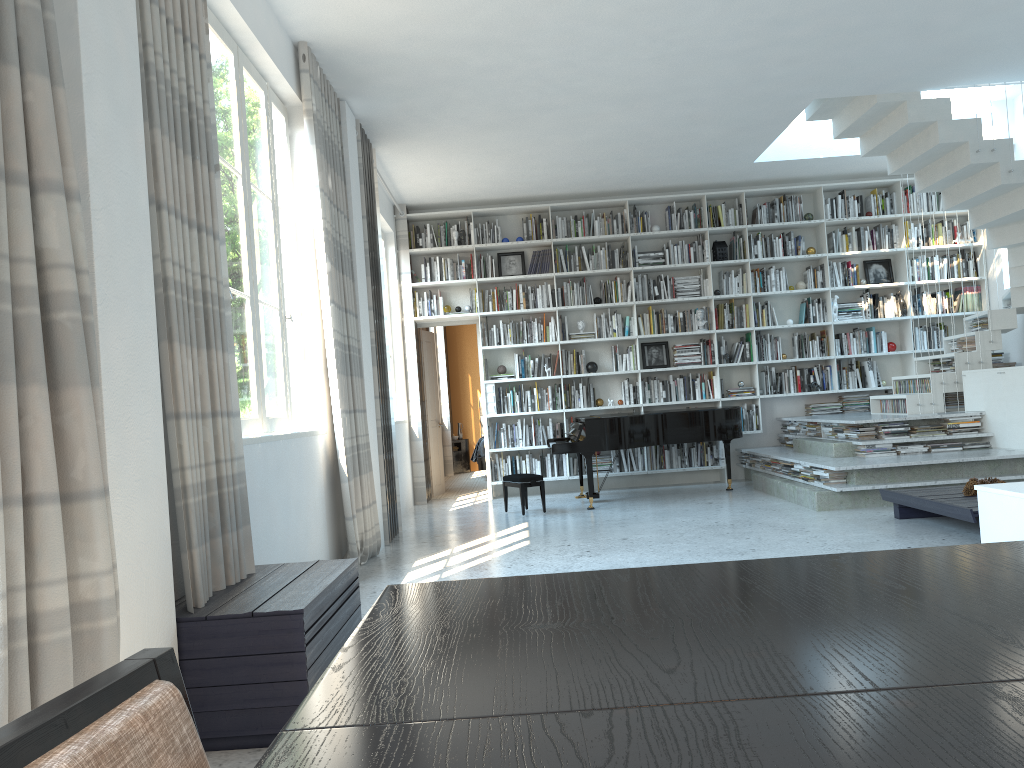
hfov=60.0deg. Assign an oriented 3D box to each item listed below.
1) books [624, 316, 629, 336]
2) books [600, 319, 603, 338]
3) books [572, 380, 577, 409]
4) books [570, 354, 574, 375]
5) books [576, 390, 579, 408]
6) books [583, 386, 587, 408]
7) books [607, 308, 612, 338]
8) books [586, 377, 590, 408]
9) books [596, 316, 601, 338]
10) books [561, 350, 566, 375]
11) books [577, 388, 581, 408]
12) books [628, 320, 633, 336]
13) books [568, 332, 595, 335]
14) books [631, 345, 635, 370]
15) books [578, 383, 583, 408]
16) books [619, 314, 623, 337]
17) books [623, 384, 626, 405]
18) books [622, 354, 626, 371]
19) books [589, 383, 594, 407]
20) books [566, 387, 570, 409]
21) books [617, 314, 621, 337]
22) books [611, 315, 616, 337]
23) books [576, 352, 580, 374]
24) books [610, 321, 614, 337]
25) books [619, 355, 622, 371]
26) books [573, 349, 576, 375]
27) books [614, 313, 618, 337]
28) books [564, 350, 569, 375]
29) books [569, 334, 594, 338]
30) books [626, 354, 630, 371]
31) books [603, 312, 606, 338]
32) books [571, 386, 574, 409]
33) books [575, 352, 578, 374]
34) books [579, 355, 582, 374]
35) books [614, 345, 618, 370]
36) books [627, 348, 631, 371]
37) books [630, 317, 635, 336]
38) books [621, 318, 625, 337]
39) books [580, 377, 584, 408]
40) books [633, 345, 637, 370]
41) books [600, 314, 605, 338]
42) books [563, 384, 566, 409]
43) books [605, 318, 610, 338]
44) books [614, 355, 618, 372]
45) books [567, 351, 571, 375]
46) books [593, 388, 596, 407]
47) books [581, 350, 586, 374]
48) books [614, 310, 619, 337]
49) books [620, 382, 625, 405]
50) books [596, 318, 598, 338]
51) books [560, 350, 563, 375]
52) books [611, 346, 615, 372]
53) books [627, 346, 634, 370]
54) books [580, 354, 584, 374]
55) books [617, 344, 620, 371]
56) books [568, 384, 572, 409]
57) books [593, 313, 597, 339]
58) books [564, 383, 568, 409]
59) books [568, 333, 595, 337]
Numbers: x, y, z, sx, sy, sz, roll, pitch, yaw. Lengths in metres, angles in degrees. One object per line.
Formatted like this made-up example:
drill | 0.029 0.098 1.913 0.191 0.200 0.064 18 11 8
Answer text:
books | 1.252 -0.620 9.709 0.060 0.227 0.179 -4 -1 0
books | 0.972 -0.599 9.738 0.024 0.227 0.137 -4 -1 0
books | 0.685 0.112 9.707 0.014 0.313 0.166 -4 -1 0
books | 0.656 -0.209 9.719 0.025 0.228 0.153 -4 -1 0
books | 0.709 0.170 9.711 0.024 0.196 0.157 -4 -1 0
books | 0.794 0.141 9.720 0.029 0.241 0.135 -4 -1 0
books | 1.067 -0.658 9.719 0.010 0.329 0.173 -4 -1 0
books | 0.830 0.095 9.705 0.050 0.328 0.166 -4 -1 0
books | 0.944 -0.608 9.709 0.030 0.247 0.174 -4 -1 0
books | 0.568 -0.231 9.718 0.025 0.284 0.145 -4 -1 0
books | 0.731 0.158 9.706 0.021 0.215 0.172 -4 -1 0
books | 1.298 -0.600 9.727 0.027 0.181 0.142 -4 -1 0
books | 0.761 -0.550 9.721 0.285 0.012 0.159 -4 -2 -4
books | 1.316 -0.282 9.702 0.011 0.279 0.187 -4 -1 0
books | 0.753 0.130 9.704 0.027 0.269 0.185 -4 -1 0
books | 1.185 -0.629 9.733 0.022 0.256 0.152 -4 -1 0
books | 1.227 0.118 9.723 0.015 0.225 0.148 -4 -1 0
books | 1.223 -0.230 9.710 0.057 0.188 0.156 -4 -1 0
books | 0.871 0.125 9.702 0.027 0.261 0.163 -4 -1 0
books | 0.612 0.155 9.708 0.030 0.239 0.157 -4 -1 0
books | 1.162 -0.630 9.713 0.023 0.260 0.170 -4 -1 0
books | 1.114 -0.620 9.714 0.028 0.247 0.170 -4 -1 0
books | 0.723 -0.224 9.734 0.028 0.247 0.142 -4 -1 0
books | 1.090 -0.589 9.732 0.025 0.189 0.140 -4 -1 0
books | 1.180 -0.224 9.726 0.030 0.183 0.154 -4 -1 0
books | 0.680 -0.235 9.698 0.026 0.274 0.190 -4 -1 0
books | 1.133 -0.631 9.704 0.012 0.265 0.193 -4 -1 0
books | 0.593 -0.228 9.723 0.026 0.275 0.154 -4 -1 0
books | 0.762 -0.526 9.723 0.254 0.012 0.161 -4 -2 -3
books | 1.263 -0.233 9.715 0.024 0.188 0.172 -4 -1 0
books | 1.009 -0.632 9.711 0.012 0.286 0.167 -4 -1 0
books | 0.660 0.147 9.708 0.042 0.248 0.162 -4 -1 0
books | 0.702 -0.221 9.718 0.014 0.244 0.153 -4 -1 0
books | 0.743 -0.206 9.714 0.011 0.208 0.180 -4 -1 0
books | 1.143 -0.276 9.723 0.011 0.291 0.156 -4 -1 0
books | 1.279 -0.262 9.704 0.012 0.244 0.171 -4 -1 0
books | 1.323 -0.619 9.729 0.026 0.217 0.126 -4 -1 0
books | 1.210 -0.612 9.733 0.026 0.219 0.150 -4 -1 0
books | 0.770 0.094 9.729 0.013 0.339 0.138 -4 -1 0
books | 1.332 -0.285 9.704 0.021 0.281 0.162 -4 -1 0
books | 0.993 -0.621 9.723 0.022 0.267 0.151 -4 -1 0
books | 0.577 0.139 9.721 0.013 0.275 0.147 -4 -1 0
books | 1.042 -0.603 9.727 0.048 0.224 0.149 -4 -1 0
books | 1.129 -0.222 9.711 0.025 0.186 0.154 -4 -1 0
books | 0.624 -0.225 9.716 0.036 0.263 0.166 -4 -1 0
books | 0.897 0.148 9.717 0.023 0.212 0.160 -4 -1 0
books | 0.788 -0.238 9.725 0.028 0.266 0.144 -4 -1 0
books | 1.143 -0.649 9.712 0.011 0.300 0.178 -4 -1 0
books | 1.213 0.105 9.715 0.012 0.254 0.161 -4 -1 0
books | 0.925 -0.599 9.728 0.010 0.232 0.154 -4 -1 0
books | 0.538 -0.229 9.728 0.012 0.285 0.159 -4 -1 0
books | 1.107 -0.270 9.716 0.012 0.285 0.159 -4 -1 0
books | 1.298 -0.276 9.711 0.027 0.269 0.178 -4 -1 0
books | 0.762 -0.211 9.710 0.028 0.216 0.175 -4 -1 0
books | 1.155 -0.280 9.720 0.012 0.298 0.166 -4 -1 0
books | 0.632 0.137 9.700 0.012 0.272 0.181 -4 -1 0
books | 0.912 -0.625 9.715 0.012 0.285 0.159 -4 -1 0
books | 0.589 0.134 9.711 0.013 0.283 0.146 -4 -1 0
books | 0.761 -0.538 9.726 0.285 0.012 0.159 -4 -2 2
